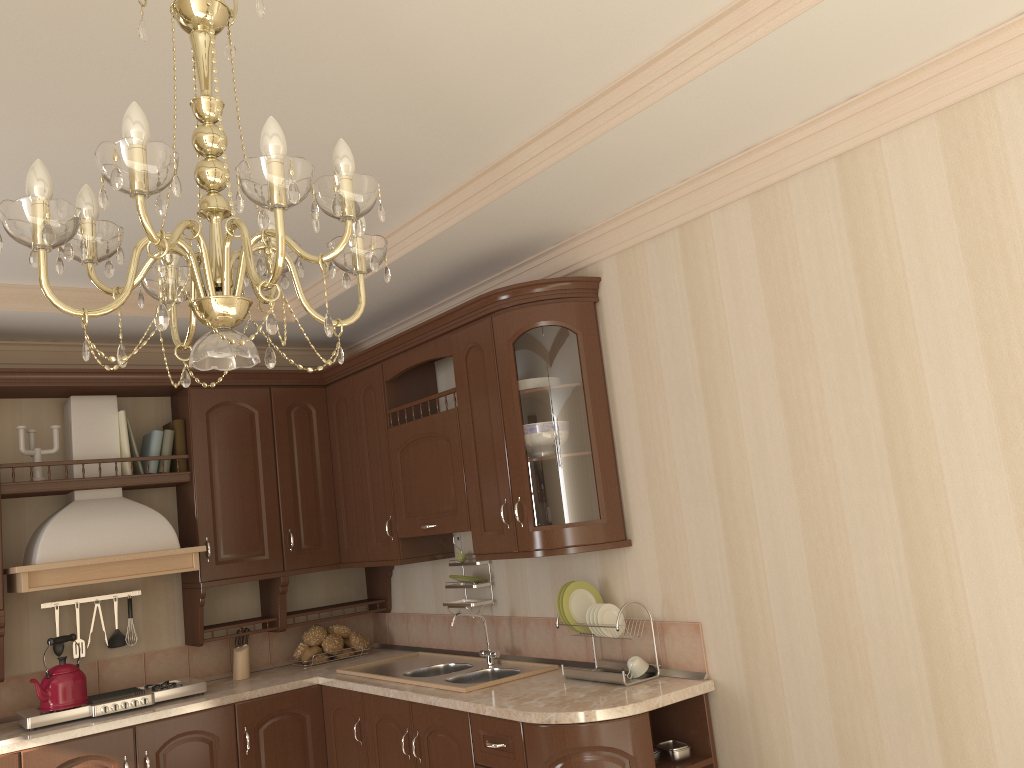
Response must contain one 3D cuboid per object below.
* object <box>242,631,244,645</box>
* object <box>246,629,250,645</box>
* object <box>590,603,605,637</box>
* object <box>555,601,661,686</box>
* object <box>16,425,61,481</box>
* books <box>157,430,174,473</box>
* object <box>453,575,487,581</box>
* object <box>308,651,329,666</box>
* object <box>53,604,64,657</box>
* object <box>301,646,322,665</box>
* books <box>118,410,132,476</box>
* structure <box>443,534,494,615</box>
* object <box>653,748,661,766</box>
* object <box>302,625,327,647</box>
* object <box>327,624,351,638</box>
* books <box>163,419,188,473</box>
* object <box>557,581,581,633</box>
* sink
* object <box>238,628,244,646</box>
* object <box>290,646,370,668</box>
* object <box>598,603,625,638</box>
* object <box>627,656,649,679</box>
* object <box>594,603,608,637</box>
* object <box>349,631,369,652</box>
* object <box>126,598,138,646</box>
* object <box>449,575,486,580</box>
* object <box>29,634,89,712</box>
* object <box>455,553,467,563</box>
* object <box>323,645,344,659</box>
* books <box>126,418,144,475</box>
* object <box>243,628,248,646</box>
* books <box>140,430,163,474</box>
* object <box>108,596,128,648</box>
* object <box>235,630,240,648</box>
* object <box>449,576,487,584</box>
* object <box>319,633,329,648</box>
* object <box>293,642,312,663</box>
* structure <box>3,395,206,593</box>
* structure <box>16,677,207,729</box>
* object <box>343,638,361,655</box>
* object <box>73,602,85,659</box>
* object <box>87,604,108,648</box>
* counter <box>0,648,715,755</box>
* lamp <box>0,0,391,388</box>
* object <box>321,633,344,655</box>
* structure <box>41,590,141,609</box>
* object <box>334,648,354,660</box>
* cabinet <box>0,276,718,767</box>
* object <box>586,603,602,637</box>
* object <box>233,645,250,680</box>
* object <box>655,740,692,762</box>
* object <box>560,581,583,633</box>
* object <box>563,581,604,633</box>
[{"bbox_3d":[-1.322,1.293,4.363,0.016,0.158,0.051,-9,-9,15],"label":"object"},{"bbox_3d":[-1.301,1.285,4.349,0.022,0.159,0.050,-10,-9,22],"label":"object"},{"bbox_3d":[0.332,0.858,3.220,0.123,0.119,0.034,-1,-10,-35],"label":"object"},{"bbox_3d":[0.338,0.925,3.212,0.172,0.275,0.359,0,-11,-36],"label":"object"},{"bbox_3d":[-2.106,0.312,3.906,0.174,0.248,0.163,-9,-9,15],"label":"object"},{"bbox_3d":[-1.682,0.335,4.262,0.080,0.209,0.205,0,-11,-37],"label":"books"},{"bbox_3d":[-0.198,0.877,3.994,0.167,0.051,0.174,0,-11,-37],"label":"object"},{"bbox_3d":[-0.977,1.377,4.460,0.119,0.058,0.114,-9,-9,17],"label":"object"},{"bbox_3d":[-2.022,1.096,3.947,0.048,0.231,0.015,-1,-10,-36],"label":"object"},{"bbox_3d":[-0.999,1.354,4.421,0.104,0.092,0.114,-8,-9,9],"label":"object"},{"bbox_3d":[-1.835,0.289,4.169,0.042,0.305,0.194,0,-11,-37],"label":"books"},{"bbox_3d":[-0.214,0.865,4.040,0.131,0.361,0.256,0,-11,-37],"label":"structure"},{"bbox_3d":[0.431,1.242,2.949,0.120,0.045,0.084,-13,-11,38],"label":"object"},{"bbox_3d":[-0.996,1.271,4.476,0.118,0.105,0.100,1,-11,-42],"label":"object"},{"bbox_3d":[-0.894,1.276,4.573,0.112,0.078,0.125,1,-12,-42],"label":"object"},{"bbox_3d":[-1.634,0.313,4.307,0.052,0.254,0.205,0,-11,-37],"label":"books"},{"bbox_3d":[0.246,0.837,3.338,0.193,0.188,0.047,0,-11,-36],"label":"object"},{"bbox_3d":[-0.318,1.161,3.802,0.448,0.348,1.077,0,-11,-37],"label":"sink"},{"bbox_3d":[-1.326,1.289,4.328,0.027,0.191,0.052,-8,-9,8],"label":"object"},{"bbox_3d":[-0.923,1.379,4.507,0.364,0.060,0.199,0,-11,-37],"label":"object"},{"bbox_3d":[0.356,0.850,3.187,0.123,0.119,0.034,0,-11,-37],"label":"object"},{"bbox_3d":[0.446,0.999,3.137,0.073,0.072,0.085,-9,-9,17],"label":"object"},{"bbox_3d":[0.344,0.854,3.204,0.123,0.119,0.034,0,-11,-37],"label":"object"},{"bbox_3d":[-0.789,1.324,4.558,0.097,0.106,0.117,-8,-9,8],"label":"object"},{"bbox_3d":[-1.776,1.109,4.130,0.049,0.219,0.049,-12,-10,30],"label":"object"},{"bbox_3d":[-0.197,0.874,3.995,0.167,0.051,0.174,0,-11,-37],"label":"object"},{"bbox_3d":[-1.848,1.180,3.637,0.181,0.282,0.227,-5,-9,-14],"label":"object"},{"bbox_3d":[-0.230,0.801,4.097,0.044,0.051,0.049,-10,-9,21],"label":"object"},{"bbox_3d":[-0.917,1.362,4.553,0.098,0.094,0.114,-12,-10,32],"label":"object"},{"bbox_3d":[-1.806,0.308,4.195,0.068,0.271,0.194,0,-11,-37],"label":"books"},{"bbox_3d":[-1.297,1.288,4.310,0.027,0.198,0.053,-13,-10,36],"label":"object"},{"bbox_3d":[-1.729,0.337,4.238,0.086,0.209,0.205,0,-11,-37],"label":"books"},{"bbox_3d":[-1.833,1.101,4.106,0.088,0.236,0.028,0,-11,-37],"label":"object"},{"bbox_3d":[-1.332,1.296,4.298,0.027,0.198,0.053,-13,-10,36],"label":"object"},{"bbox_3d":[-0.198,0.880,3.993,0.167,0.051,0.174,0,-11,-37],"label":"object"},{"bbox_3d":[-0.976,1.323,4.546,0.110,0.092,0.113,-9,-9,15],"label":"object"},{"bbox_3d":[-1.053,1.350,4.471,0.092,0.109,0.123,-10,-9,20],"label":"object"},{"bbox_3d":[-1.845,0.457,3.981,0.753,0.845,0.455,0,-11,-37],"label":"structure"},{"bbox_3d":[-1.685,1.349,3.778,0.710,0.054,0.325,0,-11,-37],"label":"structure"},{"bbox_3d":[-0.838,1.358,4.601,0.091,0.100,0.125,1,-11,-42],"label":"object"},{"bbox_3d":[-1.955,1.108,3.998,0.051,0.245,0.003,0,-11,-37],"label":"object"},{"bbox_3d":[-1.894,1.101,4.044,0.089,0.195,0.005,0,-11,-37],"label":"object"},{"bbox_3d":[-1.081,1.236,3.124,2.603,0.034,2.422,0,-11,-37],"label":"counter"},{"bbox_3d":[-0.472,-0.504,1.359,0.502,0.982,0.501,-10,-9,22],"label":"lamp"},{"bbox_3d":[-0.906,1.312,4.474,0.110,0.102,0.115,-5,-9,-9],"label":"object"},{"bbox_3d":[-1.921,0.985,4.061,0.422,0.020,0.008,0,-11,-37],"label":"structure"},{"bbox_3d":[-0.859,1.374,4.526,0.103,0.060,0.105,1,-11,-42],"label":"object"},{"bbox_3d":[-1.367,0.907,3.002,3.226,2.313,2.436,0,-11,-37],"label":"cabinet"},{"bbox_3d":[0.320,0.862,3.237,0.123,0.119,0.034,0,-11,-37],"label":"object"},{"bbox_3d":[-1.306,1.345,4.298,0.078,0.148,0.151,-7,-8,0],"label":"object"},{"bbox_3d":[0.544,1.234,2.981,0.084,0.045,0.120,-3,-9,-26],"label":"object"},{"bbox_3d":[0.257,0.834,3.324,0.193,0.188,0.047,0,-11,-36],"label":"object"},{"bbox_3d":[0.268,0.831,3.309,0.193,0.188,0.047,0,-11,-36],"label":"object"}]
